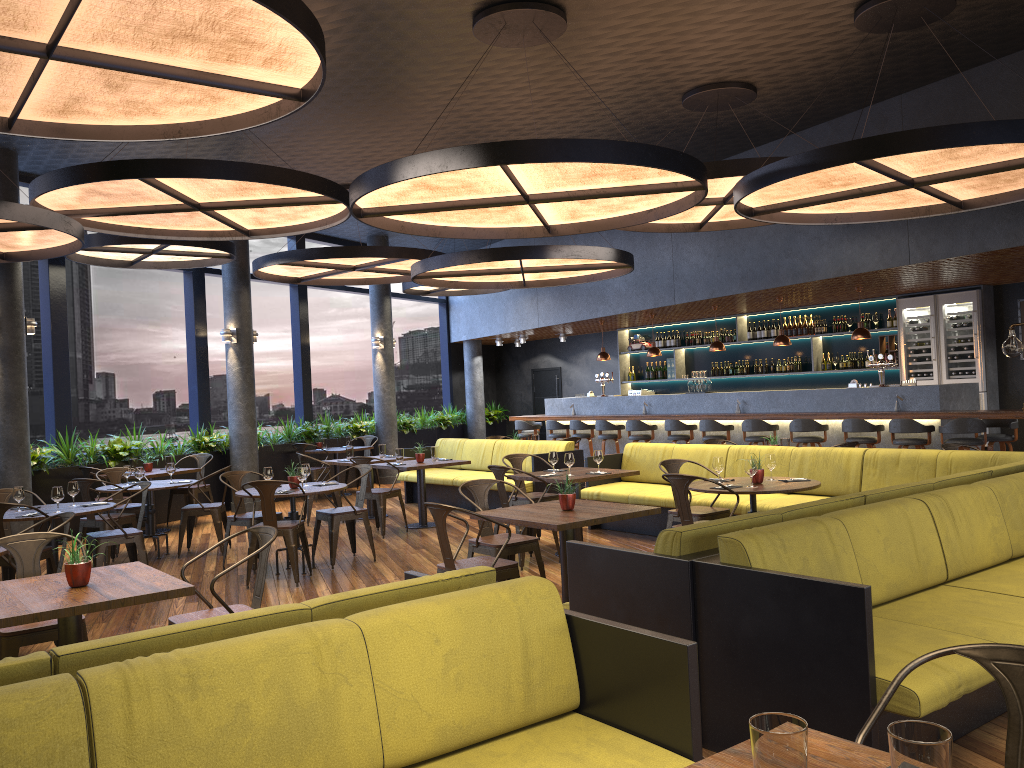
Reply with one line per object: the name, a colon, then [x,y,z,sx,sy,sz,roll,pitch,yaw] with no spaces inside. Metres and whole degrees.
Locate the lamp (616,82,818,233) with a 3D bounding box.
lamp: [2.149,-2.383,9.081,2.778,1.159,2.778,-3,-1,13]

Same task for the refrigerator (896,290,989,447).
refrigerator: [6.085,-0.198,12.438,0.454,2.109,1.159,-2,-1,-37]

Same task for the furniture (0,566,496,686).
furniture: [-2.636,1.262,3.998,3.372,0.914,4.503,-2,-1,-37]

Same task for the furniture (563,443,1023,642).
furniture: [2.117,1.056,5.954,4.895,0.914,7.462,-2,-1,-42]

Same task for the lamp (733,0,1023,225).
lamp: [3.168,-2.271,7.082,2.778,1.475,2.778,-2,-1,-33]

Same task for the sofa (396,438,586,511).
sofa: [-0.406,1.229,11.969,0.966,0.914,3.061,-2,-1,-37]

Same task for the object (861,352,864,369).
object: [5.353,-0.357,13.567,0.063,0.254,0.063,-2,-1,-30]

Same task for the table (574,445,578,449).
table: [0.321,1.275,12.553,0.906,0.763,0.887,-2,-1,-38]

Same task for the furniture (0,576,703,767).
furniture: [0.178,1.096,0.318,3.378,0.916,4.755,-2,-1,-37]

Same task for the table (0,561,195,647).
table: [-2.019,1.309,4.026,0.887,0.763,0.906,-2,-1,-38]

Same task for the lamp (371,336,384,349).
lamp: [-2.444,-0.748,15.965,0.215,0.215,0.189,-3,-1,13]

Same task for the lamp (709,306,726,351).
lamp: [3.084,-0.835,13.387,0.250,0.673,0.250,-3,-1,-5]

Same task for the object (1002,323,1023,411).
object: [5.539,-0.191,9.455,0.263,0.944,0.566,-2,-1,-45]

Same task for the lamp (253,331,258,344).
lamp: [-3.901,-0.703,13.322,0.215,0.215,0.189,-3,-1,28]

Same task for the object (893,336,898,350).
object: [5.655,-0.599,13.047,0.097,0.206,0.097,-3,-1,3]

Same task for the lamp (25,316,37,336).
lamp: [-5.544,-0.654,10.170,0.215,0.215,0.189,-3,-1,30]

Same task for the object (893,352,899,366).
object: [5.665,-0.365,13.045,0.097,0.206,0.097,-3,-1,3]

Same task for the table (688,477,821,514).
table: [1.884,1.151,6.882,1.007,0.760,1.007,-3,-1,0]

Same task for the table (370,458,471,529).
table: [-1.098,1.325,10.653,0.887,0.763,0.906,-2,-1,-38]

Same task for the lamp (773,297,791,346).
lamp: [3.785,-0.876,12.472,0.250,0.673,0.250,-3,-1,-5]

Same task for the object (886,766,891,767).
object: [0.804,0.763,1.663,0.157,0.019,0.255,-2,-1,-38]

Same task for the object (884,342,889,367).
object: [5.573,-0.437,13.160,0.091,0.369,0.092,-3,-1,22]

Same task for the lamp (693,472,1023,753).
lamp: [5.255,0.003,5.370,9.057,2.714,3.017,-2,-1,-37]

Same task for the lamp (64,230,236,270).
lamp: [-4.489,-2.113,11.033,1.979,1.093,1.979,-3,-1,16]

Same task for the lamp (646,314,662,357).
lamp: [2.295,-0.789,14.418,0.250,0.673,0.250,-3,-1,-5]

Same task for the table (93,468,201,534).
table: [-4.591,1.494,11.233,0.887,0.763,0.906,-3,-1,27]

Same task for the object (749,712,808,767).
object: [0.483,0.697,1.594,0.102,0.178,0.102,-3,-1,-2]

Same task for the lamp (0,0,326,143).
lamp: [-2.395,-2.210,4.541,2.778,1.159,2.778,-3,-1,42]

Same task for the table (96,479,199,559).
table: [-3.818,1.441,9.350,1.007,0.760,1.007,-2,-1,-44]

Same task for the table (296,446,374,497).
table: [-2.878,1.443,14.530,0.887,0.763,0.906,-3,-1,27]

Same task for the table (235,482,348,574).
table: [-2.013,1.346,8.193,1.007,0.760,1.007,-3,-1,40]

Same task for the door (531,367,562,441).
door: [0.815,0.669,19.703,0.137,2.056,1.012,-2,-1,-37]

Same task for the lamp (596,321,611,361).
lamp: [1.571,-0.747,15.364,0.250,0.673,0.250,-3,-1,40]

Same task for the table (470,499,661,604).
table: [0.360,1.214,5.851,0.887,0.763,0.906,-2,-1,-38]

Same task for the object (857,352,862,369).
object: [5.292,-0.355,13.510,0.063,0.254,0.063,-3,-1,15]

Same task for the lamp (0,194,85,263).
lamp: [-5.329,-1.942,7.798,2.778,1.362,2.778,-3,-1,21]

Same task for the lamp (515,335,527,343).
lamp: [0.222,-0.920,18.040,0.228,0.172,0.228,-2,-1,-37]

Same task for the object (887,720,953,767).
object: [0.706,0.686,1.527,0.102,0.178,0.102,-3,-1,38]

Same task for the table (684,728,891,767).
table: [0.586,1.163,1.430,0.887,0.763,0.906,-2,-1,-38]

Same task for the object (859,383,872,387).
object: [5.426,0.233,13.452,0.204,0.492,0.310,-2,-1,-37]

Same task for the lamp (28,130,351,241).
lamp: [-2.926,-2.152,8.233,2.778,1.159,2.778,-3,-1,30]

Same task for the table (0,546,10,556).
table: [-3.478,1.387,5.180,1.007,0.760,1.007,-3,-1,20]

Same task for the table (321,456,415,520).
table: [-1.887,1.371,11.681,0.906,0.763,0.887,-2,-1,-38]

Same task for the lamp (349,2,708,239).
lamp: [0.094,-2.127,7.020,2.778,1.475,2.778,-3,-1,12]

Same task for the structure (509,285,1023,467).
structure: [3.826,0.150,13.520,2.700,2.700,9.298,-2,-1,-37]

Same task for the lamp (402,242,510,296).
lamp: [-0.997,-2.233,15.923,1.979,1.093,1.979,-3,-1,16]

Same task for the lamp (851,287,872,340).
lamp: [4.519,-0.920,11.513,0.250,0.673,0.250,-3,-1,-5]

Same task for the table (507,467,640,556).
table: [0.594,1.226,8.420,0.906,0.763,0.887,-2,-1,-38]

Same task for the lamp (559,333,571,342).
lamp: [1.050,-0.957,18.292,0.228,0.172,0.228,-2,-1,-37]

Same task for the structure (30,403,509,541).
structure: [-3.781,1.157,14.122,0.808,1.413,17.112,-3,-1,27]

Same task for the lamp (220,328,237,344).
lamp: [-4.123,-0.697,12.804,0.215,0.215,0.189,-3,-1,20]

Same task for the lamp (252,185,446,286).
lamp: [-2.247,-2.145,12.538,2.778,1.159,2.778,-3,-1,-2]

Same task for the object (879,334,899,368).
object: [5.613,-0.486,13.103,0.161,0.475,0.300,-2,-1,-38]

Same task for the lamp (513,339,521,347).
lamp: [0.132,-0.903,19.491,0.228,0.172,0.228,-2,-1,-37]

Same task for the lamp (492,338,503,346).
lamp: [-0.271,-0.891,18.713,0.228,0.172,0.228,-2,-1,-37]

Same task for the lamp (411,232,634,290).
lamp: [0.098,-2.091,11.126,2.778,1.475,2.778,-3,-1,17]

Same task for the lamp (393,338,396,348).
lamp: [-2.242,-0.752,16.491,0.215,0.215,0.189,-3,-1,31]

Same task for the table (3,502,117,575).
table: [-3.811,1.423,7.353,1.007,0.760,1.007,-3,-1,20]
